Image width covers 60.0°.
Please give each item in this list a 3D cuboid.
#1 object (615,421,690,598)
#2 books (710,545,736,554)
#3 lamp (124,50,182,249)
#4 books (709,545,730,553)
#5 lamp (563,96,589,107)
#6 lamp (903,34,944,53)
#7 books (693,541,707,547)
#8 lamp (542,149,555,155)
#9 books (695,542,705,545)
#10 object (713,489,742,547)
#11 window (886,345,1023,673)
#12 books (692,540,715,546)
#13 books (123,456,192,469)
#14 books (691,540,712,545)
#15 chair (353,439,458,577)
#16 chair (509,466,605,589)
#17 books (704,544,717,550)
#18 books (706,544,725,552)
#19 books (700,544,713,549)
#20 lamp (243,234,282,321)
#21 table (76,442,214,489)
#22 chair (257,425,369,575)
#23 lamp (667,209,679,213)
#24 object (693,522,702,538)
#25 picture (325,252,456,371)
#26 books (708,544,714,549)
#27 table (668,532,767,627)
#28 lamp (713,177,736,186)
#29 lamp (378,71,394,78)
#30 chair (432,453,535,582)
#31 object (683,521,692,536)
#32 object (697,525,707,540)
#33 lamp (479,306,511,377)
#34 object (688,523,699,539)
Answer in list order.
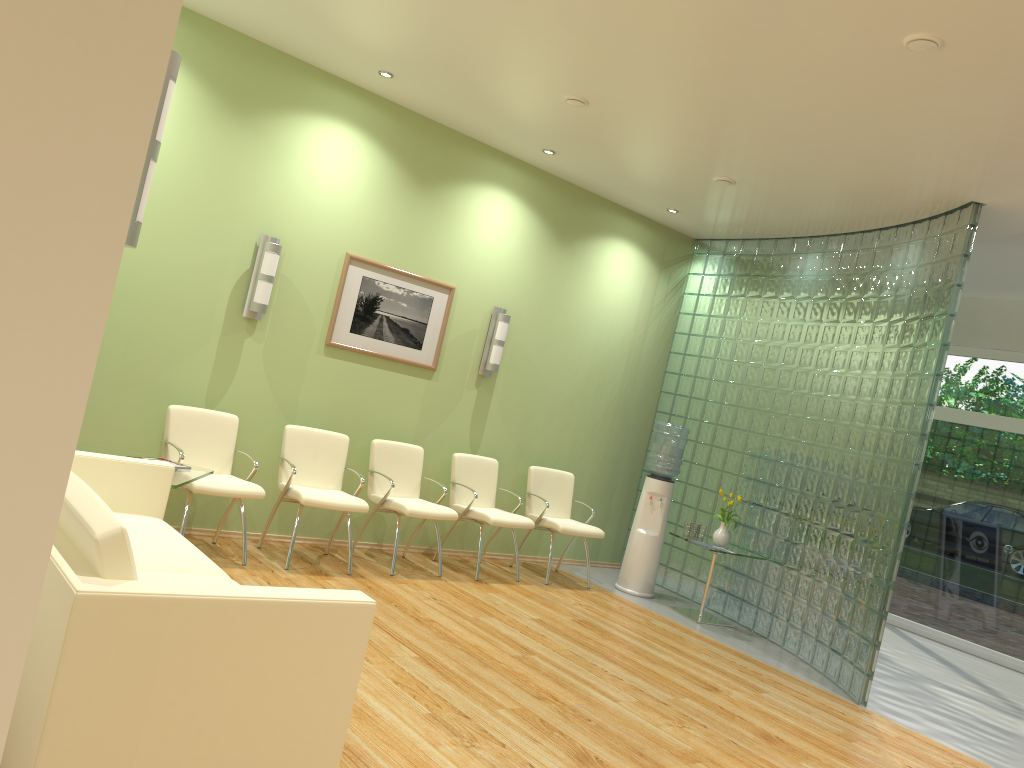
[{"bbox_3d":[1.243,1.088,7.772,0.353,1.506,0.353,14,-1,-32],"label":"object"},{"bbox_3d":[1.694,1.329,7.136,0.150,0.004,0.210,13,-1,-14],"label":"books"},{"bbox_3d":[-0.928,-0.580,2.144,0.142,0.580,0.134,14,-1,-39],"label":"lamp"},{"bbox_3d":[1.677,1.324,7.133,0.150,0.004,0.210,13,0,-4],"label":"books"},{"bbox_3d":[0.404,-1.785,5.628,0.167,0.024,0.167,13,-1,12],"label":"lamp"},{"bbox_3d":[1.789,-1.475,3.861,0.167,0.024,0.167,13,0,1],"label":"lamp"},{"bbox_3d":[1.585,1.304,7.180,0.210,0.004,0.150,14,-1,-34],"label":"books"},{"bbox_3d":[0.286,-1.808,6.915,0.105,0.011,0.105,13,-1,32],"label":"lamp"},{"bbox_3d":[1.596,1.306,7.165,0.210,0.004,0.150,14,-1,-44],"label":"books"},{"bbox_3d":[1.773,1.116,7.343,0.219,0.459,0.201,13,-1,-9],"label":"object"},{"bbox_3d":[6.364,1.517,6.727,0.092,3.000,9.401,14,-1,-39],"label":"window"},{"bbox_3d":[1.571,1.301,7.213,0.210,0.004,0.150,13,-1,-14],"label":"books"},{"bbox_3d":[-1.983,0.429,4.925,0.230,0.031,0.328,13,-1,26],"label":"books"},{"bbox_3d":[1.576,1.302,7.196,0.210,0.004,0.150,13,-1,-24],"label":"books"},{"bbox_3d":[13.867,4.294,4.037,31.281,0.986,0.752,13,-1,10],"label":"chair"},{"bbox_3d":[0.407,1.210,7.564,0.536,0.881,0.650,14,-1,-34],"label":"chair"},{"bbox_3d":[1.625,1.313,7.144,0.150,0.004,0.210,13,-1,26],"label":"books"},{"bbox_3d":[1.641,1.316,7.137,0.150,0.004,0.210,13,-1,16],"label":"books"},{"bbox_3d":[1.610,1.309,7.153,0.150,0.004,0.210,13,-1,36],"label":"books"},{"bbox_3d":[-1.699,-0.727,6.079,0.134,0.580,0.142,14,-1,-39],"label":"lamp"},{"bbox_3d":[-2.140,0.723,4.788,0.736,0.614,0.736,13,0,-4],"label":"table"},{"bbox_3d":[-1.338,0.786,6.126,0.536,0.881,0.650,14,-1,-34],"label":"chair"},{"bbox_3d":[1.423,-1.532,7.854,0.105,0.011,0.105,13,-1,32],"label":"lamp"},{"bbox_3d":[1.560,1.242,7.524,0.071,0.119,0.072,14,-1,-39],"label":"object"},{"bbox_3d":[-0.908,-0.534,6.807,1.000,0.700,0.025,14,-1,-39],"label":"picture"},{"bbox_3d":[1.659,1.320,7.134,0.150,0.004,0.210,13,-1,6],"label":"books"},{"bbox_3d":[1.631,1.633,7.351,0.581,0.614,0.581,13,-1,-25],"label":"table"},{"bbox_3d":[1.579,-1.499,6.599,0.167,0.024,0.167,13,-1,34],"label":"lamp"},{"bbox_3d":[-0.850,-2.084,5.976,0.105,0.011,0.105,13,-1,32],"label":"lamp"},{"bbox_3d":[14.173,4.368,4.296,30.806,0.986,0.748,13,-1,11],"label":"chair"},{"bbox_3d":[1.483,1.223,7.496,0.071,0.119,0.072,14,-1,-39],"label":"object"},{"bbox_3d":[1.591,1.248,7.450,0.071,0.119,0.072,14,-1,-39],"label":"object"},{"bbox_3d":[-0.133,-0.346,7.373,0.134,0.580,0.142,14,-1,-39],"label":"lamp"},{"bbox_3d":[1.515,1.230,7.418,0.071,0.119,0.072,14,-1,-39],"label":"object"}]
